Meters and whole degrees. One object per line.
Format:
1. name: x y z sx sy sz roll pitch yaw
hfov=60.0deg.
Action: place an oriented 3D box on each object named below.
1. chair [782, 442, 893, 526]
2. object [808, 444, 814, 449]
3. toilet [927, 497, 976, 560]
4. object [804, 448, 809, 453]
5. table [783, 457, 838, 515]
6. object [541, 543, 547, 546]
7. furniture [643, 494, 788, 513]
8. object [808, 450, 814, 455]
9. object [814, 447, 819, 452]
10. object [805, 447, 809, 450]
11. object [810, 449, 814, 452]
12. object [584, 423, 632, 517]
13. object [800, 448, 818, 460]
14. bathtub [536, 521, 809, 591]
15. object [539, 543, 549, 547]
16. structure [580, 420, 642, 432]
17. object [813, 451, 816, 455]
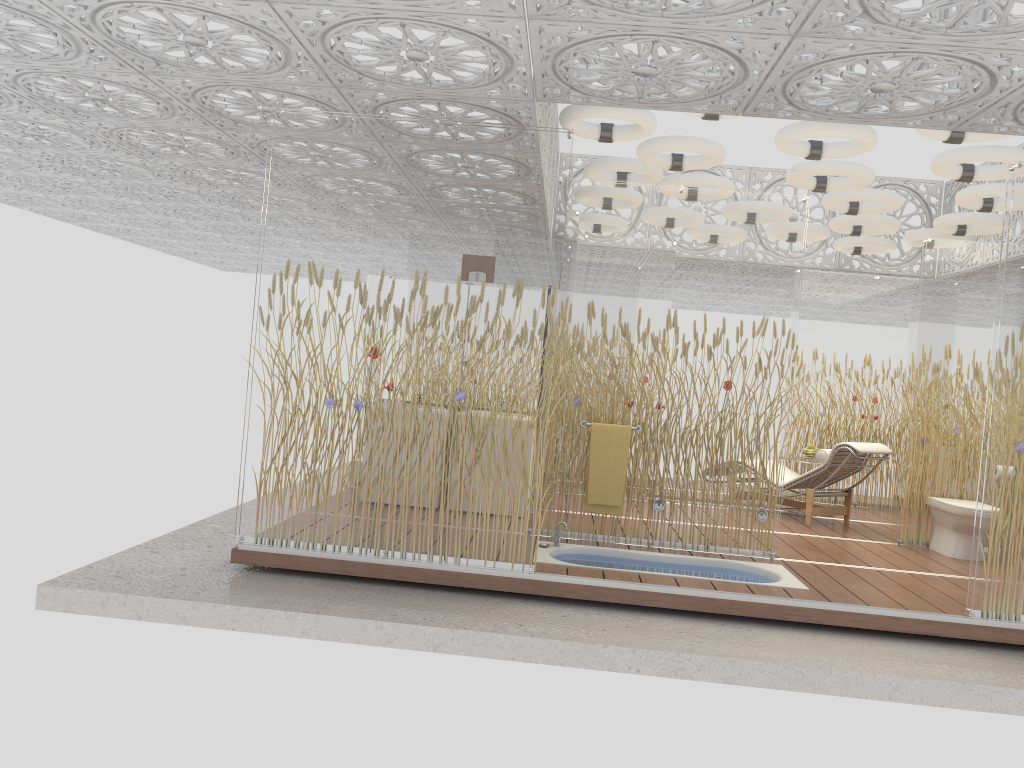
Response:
1. chair: 2.735 0.891 8.698 0.635 0.811 1.787 4 1 -37
2. object: 3.025 0.633 8.971 0.055 0.056 0.055 5 1 3
3. toilet: 3.670 1.187 7.169 0.401 0.437 0.611 5 1 3
4. object: 2.962 0.670 8.929 0.047 0.048 0.047 5 1 -34
5. table: 3.003 1.035 9.035 0.420 0.535 0.420 5 1 -27
6. object: 0.219 1.092 6.031 0.035 0.016 0.066 5 1 13
7. furniture: 1.416 0.833 6.207 0.977 0.014 0.178 5 1 3
8. object: 3.002 0.692 8.916 0.058 0.058 0.058 5 1 -30
9. object: 3.063 0.661 8.925 0.047 0.045 0.047 5 1 4
10. object: 2.982 0.659 8.968 0.044 0.043 0.040 5 1 18
11. object: 3.026 0.670 8.941 0.040 0.038 0.040 5 1 -26
12. object: 0.683 0.611 6.339 0.283 0.656 0.042 5 1 3
13. object: 3.012 0.711 8.965 0.206 0.105 0.206 4 1 -42
14. bathtub: 0.987 1.292 5.828 1.700 0.582 0.700 5 1 3
15. object: 0.218 1.099 6.031 0.065 0.011 0.108 5 1 13
16. structure: 0.710 0.304 6.361 0.442 0.047 0.078 5 1 3
17. object: 3.043 0.697 8.914 0.039 0.040 0.040 5 1 -5
